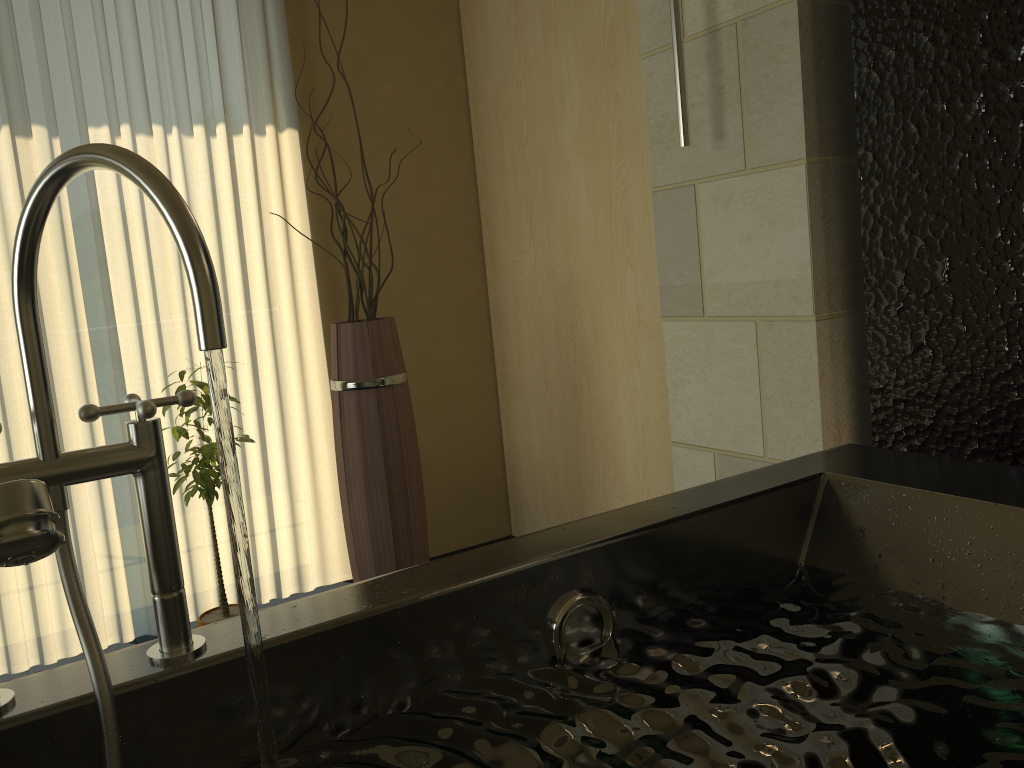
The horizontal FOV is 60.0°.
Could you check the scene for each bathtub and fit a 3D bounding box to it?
[{"bbox_3d":[-0.072,0.409,0.442,2.134,1.160,1.068,-10,8,-31],"label":"bathtub"}]

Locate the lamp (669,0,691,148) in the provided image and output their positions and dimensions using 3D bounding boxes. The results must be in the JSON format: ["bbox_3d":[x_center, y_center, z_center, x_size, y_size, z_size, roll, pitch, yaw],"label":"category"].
[{"bbox_3d":[0.329,-0.912,1.816,0.188,0.836,0.176,-10,8,-31],"label":"lamp"}]

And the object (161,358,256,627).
[{"bbox_3d":[-0.785,0.390,2.358,0.242,0.928,0.267,-5,7,7],"label":"object"}]

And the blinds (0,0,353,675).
[{"bbox_3d":[-1.400,-0.442,2.662,1.946,2.576,0.064,-10,8,-32],"label":"blinds"}]

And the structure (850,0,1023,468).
[{"bbox_3d":[0.856,-0.111,1.462,0.094,2.064,0.641,-10,8,-31],"label":"structure"}]

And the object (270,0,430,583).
[{"bbox_3d":[-0.485,-0.292,2.567,0.467,2.176,0.463,-3,7,19],"label":"object"}]
